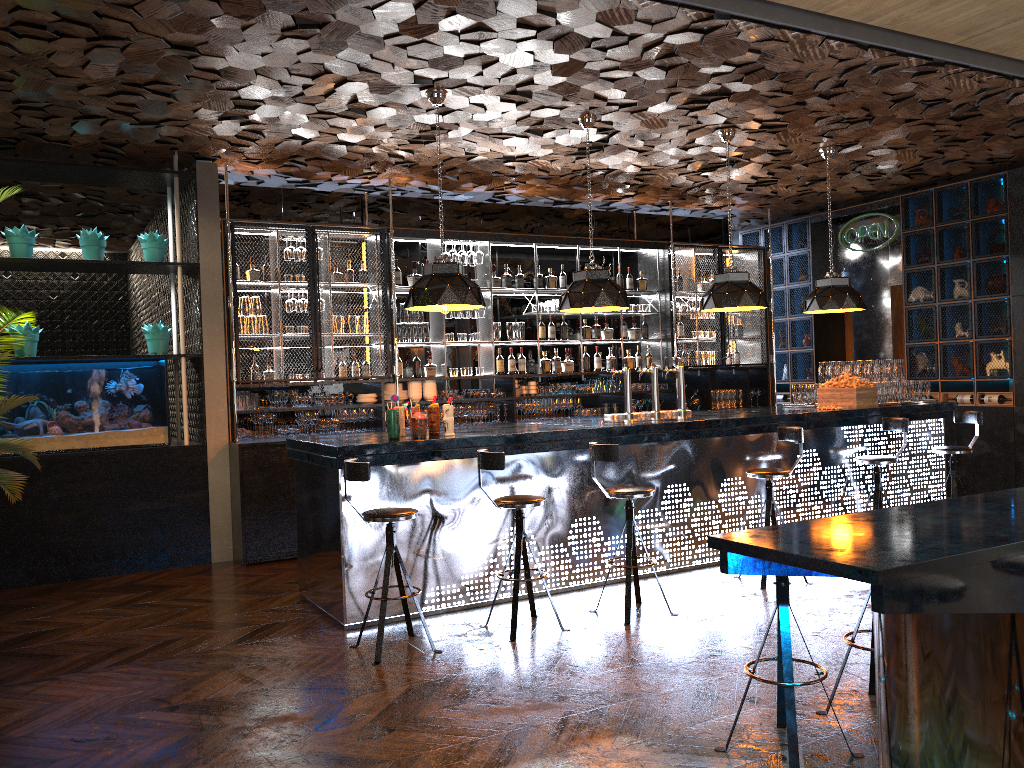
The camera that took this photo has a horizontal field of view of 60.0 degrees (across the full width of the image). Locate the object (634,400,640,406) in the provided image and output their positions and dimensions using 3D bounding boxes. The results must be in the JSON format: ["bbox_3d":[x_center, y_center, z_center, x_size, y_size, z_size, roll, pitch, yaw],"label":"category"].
[{"bbox_3d":[1.484,0.273,10.634,0.106,0.148,0.106,-2,0,10],"label":"object"}]

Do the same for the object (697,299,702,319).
[{"bbox_3d":[2.359,-0.945,11.141,0.092,0.244,0.092,-2,1,-34],"label":"object"}]

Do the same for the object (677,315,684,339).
[{"bbox_3d":[2.070,-0.697,10.910,0.086,0.298,0.086,-2,0,20],"label":"object"}]

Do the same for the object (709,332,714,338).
[{"bbox_3d":[2.519,-0.616,11.246,0.089,0.092,0.089,-3,1,-44],"label":"object"}]

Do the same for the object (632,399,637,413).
[{"bbox_3d":[1.412,0.265,10.346,0.089,0.174,0.089,-2,0,22],"label":"object"}]

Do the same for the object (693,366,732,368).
[{"bbox_3d":[2.499,-0.211,11.062,0.437,0.019,0.273,-2,1,-29],"label":"object"}]

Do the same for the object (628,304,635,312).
[{"bbox_3d":[1.408,-0.895,10.497,0.089,0.092,0.089,-2,1,-29],"label":"object"}]

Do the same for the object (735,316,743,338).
[{"bbox_3d":[2.909,-0.724,11.356,0.083,0.282,0.083,-2,0,-19],"label":"object"}]

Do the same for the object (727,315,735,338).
[{"bbox_3d":[2.788,-0.728,11.293,0.086,0.299,0.086,-2,0,20],"label":"object"}]

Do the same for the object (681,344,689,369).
[{"bbox_3d":[2.131,-0.337,10.927,0.086,0.299,0.086,-2,0,20],"label":"object"}]

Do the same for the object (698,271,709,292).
[{"bbox_3d":[2.384,-1.273,11.076,0.123,0.279,0.123,-2,0,-25],"label":"object"}]

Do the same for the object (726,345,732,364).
[{"bbox_3d":[2.767,-0.355,11.273,0.083,0.282,0.083,-3,1,-44],"label":"object"}]

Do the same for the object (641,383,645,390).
[{"bbox_3d":[1.536,0.035,10.478,0.084,0.082,0.084,-2,0,-22],"label":"object"}]

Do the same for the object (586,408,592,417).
[{"bbox_3d":[0.876,0.325,10.139,0.067,0.099,0.067,-2,1,33],"label":"object"}]

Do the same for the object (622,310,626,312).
[{"bbox_3d":[1.296,-0.890,10.401,0.089,0.092,0.089,-3,1,-43],"label":"object"}]

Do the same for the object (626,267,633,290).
[{"bbox_3d":[1.398,-1.242,10.567,0.086,0.298,0.086,-2,0,20],"label":"object"}]

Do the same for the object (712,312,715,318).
[{"bbox_3d":[2.525,-0.950,11.044,0.092,0.244,0.092,-2,1,-34],"label":"object"}]

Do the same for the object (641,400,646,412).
[{"bbox_3d":[1.541,0.271,10.535,0.106,0.148,0.106,-2,0,0],"label":"object"}]

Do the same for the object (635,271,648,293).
[{"bbox_3d":[1.554,-1.222,10.617,0.151,0.248,0.094,-2,0,0],"label":"object"}]

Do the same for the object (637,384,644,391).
[{"bbox_3d":[1.494,0.038,10.343,0.084,0.082,0.084,-2,0,-11],"label":"object"}]

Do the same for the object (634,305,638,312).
[{"bbox_3d":[1.514,-0.900,10.705,0.089,0.092,0.089,-2,0,11],"label":"object"}]

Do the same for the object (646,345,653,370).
[{"bbox_3d":[1.647,-0.316,10.657,0.080,0.299,0.080,-2,1,-26],"label":"object"}]

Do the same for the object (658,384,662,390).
[{"bbox_3d":[1.760,0.032,10.587,0.098,0.070,0.088,-2,0,-2],"label":"object"}]

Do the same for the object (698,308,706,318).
[{"bbox_3d":[2.342,-0.943,10.943,0.092,0.244,0.092,-2,1,-34],"label":"object"}]

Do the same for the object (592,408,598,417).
[{"bbox_3d":[0.936,0.323,10.030,0.067,0.099,0.067,-2,1,33],"label":"object"}]

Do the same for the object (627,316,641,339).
[{"bbox_3d":[1.453,-0.662,10.539,0.123,0.279,0.123,-2,1,-40],"label":"object"}]

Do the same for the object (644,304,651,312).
[{"bbox_3d":[1.613,-0.903,10.573,0.089,0.092,0.089,-3,1,-43],"label":"object"}]

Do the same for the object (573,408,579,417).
[{"bbox_3d":[0.739,0.329,10.179,0.067,0.100,0.067,-2,1,-36],"label":"object"}]

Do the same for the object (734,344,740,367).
[{"bbox_3d":[2.870,-0.366,11.346,0.086,0.298,0.086,-2,0,20],"label":"object"}]

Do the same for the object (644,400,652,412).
[{"bbox_3d":[1.597,0.270,10.433,0.106,0.148,0.106,-2,0,-19],"label":"object"}]

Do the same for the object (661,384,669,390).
[{"bbox_3d":[1.810,0.031,10.502,0.088,0.070,0.098,-2,0,-19],"label":"object"}]

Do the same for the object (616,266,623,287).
[{"bbox_3d":[1.267,-1.237,10.464,0.086,0.299,0.086,-2,0,20],"label":"object"}]

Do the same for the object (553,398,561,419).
[{"bbox_3d":[0.498,0.275,9.812,0.091,0.229,0.091,-3,1,-43],"label":"object"}]

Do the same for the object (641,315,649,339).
[{"bbox_3d":[1.593,-0.679,10.636,0.086,0.299,0.086,-2,0,20],"label":"object"}]

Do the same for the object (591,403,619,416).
[{"bbox_3d":[1.062,0.298,10.228,0.356,0.134,0.206,-2,0,-21],"label":"object"}]

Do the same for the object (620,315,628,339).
[{"bbox_3d":[1.319,-0.667,10.490,0.086,0.298,0.086,-2,0,20],"label":"object"}]

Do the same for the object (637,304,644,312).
[{"bbox_3d":[1.528,-0.899,10.519,0.089,0.092,0.089,-2,0,11],"label":"object"}]

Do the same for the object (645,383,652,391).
[{"bbox_3d":[1.599,0.034,10.400,0.084,0.082,0.084,-2,1,43],"label":"object"}]

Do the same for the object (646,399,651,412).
[{"bbox_3d":[1.630,0.265,10.706,0.107,0.152,0.107,-2,0,-23],"label":"object"}]

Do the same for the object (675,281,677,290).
[{"bbox_3d":[1.937,-1.253,10.813,0.123,0.279,0.123,-2,0,-20],"label":"object"}]

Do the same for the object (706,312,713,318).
[{"bbox_3d":[2.439,-0.947,10.996,0.092,0.244,0.092,-2,1,-34],"label":"object"}]

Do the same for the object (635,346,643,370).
[{"bbox_3d":[1.512,-0.311,10.599,0.086,0.298,0.086,-2,0,20],"label":"object"}]

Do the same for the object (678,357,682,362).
[{"bbox_3d":[1.991,-0.320,10.831,0.123,0.279,0.123,-2,1,-40],"label":"object"}]

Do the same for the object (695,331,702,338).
[{"bbox_3d":[2.304,-0.606,10.926,0.089,0.092,0.089,-3,1,-44],"label":"object"}]

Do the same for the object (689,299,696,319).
[{"bbox_3d":[2.263,-0.941,11.088,0.092,0.244,0.092,-2,1,-34],"label":"object"}]

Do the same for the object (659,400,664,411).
[{"bbox_3d":[1.753,0.262,10.493,0.107,0.152,0.107,-2,0,-3],"label":"object"}]

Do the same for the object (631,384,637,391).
[{"bbox_3d":[1.408,0.042,10.297,0.084,0.082,0.084,-2,1,-28],"label":"object"}]

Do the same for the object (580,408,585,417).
[{"bbox_3d":[0.802,0.327,10.087,0.067,0.100,0.067,-2,1,-36],"label":"object"}]

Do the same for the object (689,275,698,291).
[{"bbox_3d":[2.248,-1.270,11.000,0.083,0.282,0.083,-2,1,-29],"label":"object"}]

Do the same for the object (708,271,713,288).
[{"bbox_3d":[2.523,-1.281,11.150,0.083,0.282,0.083,-3,1,-44],"label":"object"}]

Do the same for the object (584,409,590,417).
[{"bbox_3d":[0.843,0.327,9.982,0.067,0.100,0.067,-2,1,-36],"label":"object"}]

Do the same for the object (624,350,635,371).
[{"bbox_3d":[1.385,-0.280,10.512,0.151,0.248,0.094,-2,0,-20],"label":"object"}]

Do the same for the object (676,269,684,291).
[{"bbox_3d":[2.060,-1.269,10.900,0.086,0.297,0.086,-2,0,20],"label":"object"}]

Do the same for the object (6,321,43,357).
[{"bbox_3d":[-4.084,-0.372,7.413,0.245,0.325,0.265,-2,0,25],"label":"object"}]

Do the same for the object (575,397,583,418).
[{"bbox_3d":[0.751,0.265,9.954,0.091,0.229,0.091,-2,1,33],"label":"object"}]

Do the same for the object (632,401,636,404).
[{"bbox_3d":[1.441,0.276,10.478,0.106,0.148,0.106,-2,0,3],"label":"object"}]

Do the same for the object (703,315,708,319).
[{"bbox_3d":[2.446,-0.949,11.188,0.092,0.244,0.092,-2,1,-34],"label":"object"}]

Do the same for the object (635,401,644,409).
[{"bbox_3d":[1.496,0.274,10.375,0.106,0.148,0.106,-2,0,-10],"label":"object"}]
